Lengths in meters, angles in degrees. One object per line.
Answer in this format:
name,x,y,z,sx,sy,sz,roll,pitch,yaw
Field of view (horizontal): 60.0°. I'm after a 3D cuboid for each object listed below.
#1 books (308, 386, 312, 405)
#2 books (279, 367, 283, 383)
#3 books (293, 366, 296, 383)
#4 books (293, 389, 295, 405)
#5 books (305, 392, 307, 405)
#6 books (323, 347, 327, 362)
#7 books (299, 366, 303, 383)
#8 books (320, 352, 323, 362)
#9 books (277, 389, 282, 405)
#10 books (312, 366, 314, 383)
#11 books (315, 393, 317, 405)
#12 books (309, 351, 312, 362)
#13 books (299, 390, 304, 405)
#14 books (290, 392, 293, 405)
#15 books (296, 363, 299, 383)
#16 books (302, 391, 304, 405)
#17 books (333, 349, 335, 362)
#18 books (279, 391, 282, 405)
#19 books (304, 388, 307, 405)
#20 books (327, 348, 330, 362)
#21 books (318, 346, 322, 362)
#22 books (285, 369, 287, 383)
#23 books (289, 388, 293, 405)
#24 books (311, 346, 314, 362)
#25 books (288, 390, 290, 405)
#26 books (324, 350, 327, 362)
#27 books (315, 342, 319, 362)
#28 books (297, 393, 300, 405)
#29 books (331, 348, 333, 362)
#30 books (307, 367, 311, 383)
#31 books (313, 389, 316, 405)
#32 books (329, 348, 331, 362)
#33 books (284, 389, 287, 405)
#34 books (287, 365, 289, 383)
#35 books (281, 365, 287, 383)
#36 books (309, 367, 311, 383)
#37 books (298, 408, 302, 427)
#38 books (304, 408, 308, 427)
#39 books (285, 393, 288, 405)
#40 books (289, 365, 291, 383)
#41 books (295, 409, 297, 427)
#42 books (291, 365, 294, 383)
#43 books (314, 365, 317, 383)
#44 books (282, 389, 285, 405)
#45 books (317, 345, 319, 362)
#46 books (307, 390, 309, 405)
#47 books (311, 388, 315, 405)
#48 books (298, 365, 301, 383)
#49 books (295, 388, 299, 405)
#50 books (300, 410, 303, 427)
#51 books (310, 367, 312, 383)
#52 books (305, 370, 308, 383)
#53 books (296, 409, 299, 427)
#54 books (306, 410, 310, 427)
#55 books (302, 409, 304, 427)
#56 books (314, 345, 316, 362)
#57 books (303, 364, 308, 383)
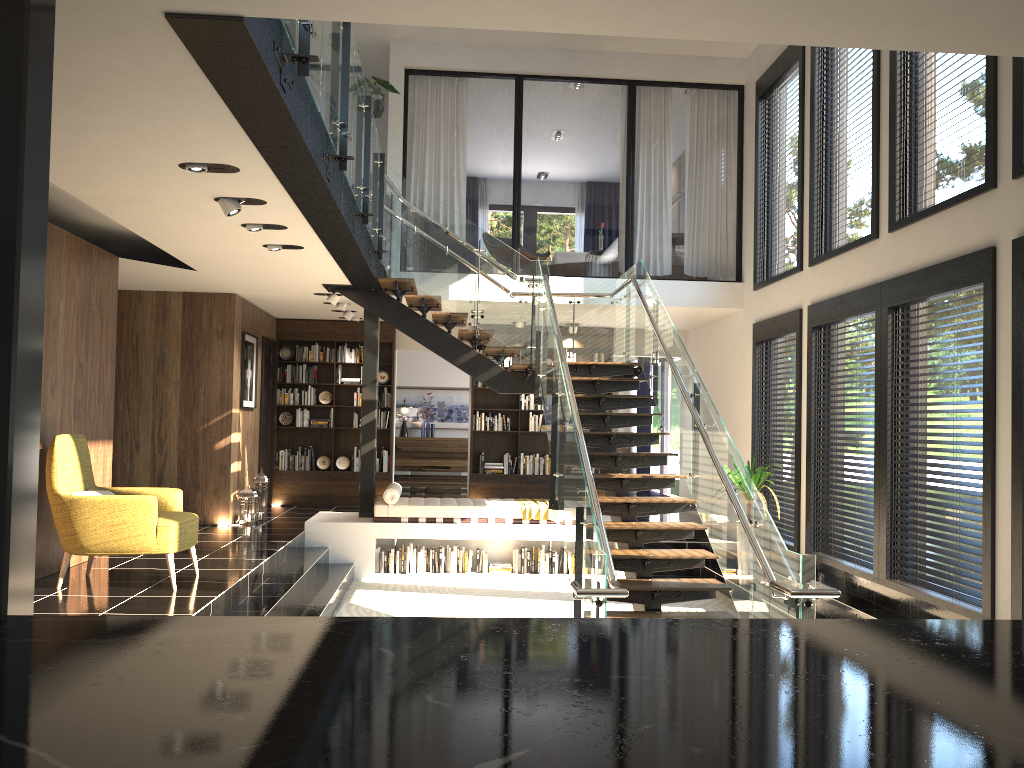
books,-2.932,0.167,12.889,0.018,0.284,0.198,1,-2,-4
books,-3.355,-0.131,12.872,0.023,0.231,0.143,1,-2,-4
books,-3.149,-0.133,12.862,0.039,0.243,0.179,1,-2,-4
books,-3.153,0.187,12.892,0.036,0.235,0.170,1,-2,-4
books,-2.982,0.211,12.884,0.025,0.193,0.172,1,-2,-4
books,-2.735,-0.422,12.952,0.030,0.217,0.165,1,-2,-4
books,-3.063,-0.136,12.903,0.032,0.255,0.160,1,-2,-4
books,-2.771,-0.388,12.958,0.040,0.149,0.126,1,-2,-4
books,-3.381,0.187,12.882,0.030,0.224,0.166,1,-2,-4
books,-2.888,-0.135,12.919,0.025,0.263,0.147,1,-2,-4
books,-2.855,0.221,12.907,0.015,0.181,0.136,1,-2,-4
books,-2.923,-0.396,12.921,0.035,0.156,0.186,1,-2,-4
books,-3.058,0.199,12.898,0.053,0.216,0.151,1,-2,-4
books,-3.188,0.213,12.874,0.035,0.180,0.165,1,-2,-4
books,-3.123,-0.153,12.894,0.015,0.287,0.154,1,-2,-4
books,-3.021,0.203,12.866,0.016,0.205,0.205,1,-2,-4
books,-2.589,-0.407,12.960,0.024,0.194,0.182,1,-2,-4
books,-3.344,0.204,12.879,0.045,0.192,0.164,1,-2,-4
books,-3.004,0.186,12.895,0.020,0.243,0.154,1,-2,-4
books,-2.676,-0.418,12.942,0.027,0.212,0.181,1,-2,-4
books,-2.798,-0.433,12.936,0.020,0.234,0.206,1,-2,-4
books,-3.265,-0.116,12.872,0.025,0.204,0.192,1,-2,-4
books,-3.217,0.186,12.901,0.019,0.236,0.139,1,-2,-4
books,-2.884,-0.434,12.907,0.039,0.230,0.205,1,-2,-4
books,-3.236,0.199,12.906,0.018,0.208,0.126,1,-2,-4
books,-2.703,-0.400,12.920,0.029,0.172,0.187,1,-2,-4
books,-2.832,-0.457,12.899,0.012,0.278,0.228,1,-2,-4
books,-3.097,0.222,12.887,0.026,0.167,0.173,1,-2,-4
books,-2.610,-0.413,12.925,0.023,0.202,0.201,1,-2,-4
books,-2.953,-0.125,12.917,0.028,0.240,0.148,1,-2,-4
books,-2.874,0.189,12.917,0.023,0.244,0.133,1,-2,-4
books,-2.643,-0.418,12.937,0.039,0.212,0.172,1,-2,-4
books,-3.291,0.186,12.901,0.018,0.232,0.123,1,-2,-4
books,-3.235,-0.140,12.874,0.035,0.255,0.183,1,-2,-4
books,-3.312,-0.141,12.895,0.066,0.254,0.127,1,-2,-4
books,-2.931,-0.120,12.906,0.014,0.230,0.172,1,-2,-4
books,-3.073,0.485,12.861,0.018,0.275,0.144,1,-2,-4
books,-2.993,0.486,12.878,0.032,0.279,0.133,1,-2,-4
books,-3.263,0.217,12.882,0.037,0.169,0.148,1,-2,-4
books,-3.206,-0.146,12.873,0.022,0.267,0.198,1,-2,-4
books,-3.121,0.491,12.883,0.020,0.264,0.152,1,-2,-4
books,-3.183,-0.142,12.879,0.027,0.260,0.181,1,-2,-4
books,-2.858,-0.136,12.922,0.035,0.266,0.133,1,-2,-4
books,-3.308,0.182,12.852,0.022,0.235,0.194,1,-2,-4
books,-2.818,-0.439,12.924,0.020,0.245,0.228,1,-2,-4
books,-2.957,0.202,12.910,0.027,0.214,0.159,1,-2,-4
books,-2.894,0.180,12.894,0.021,0.260,0.197,1,-2,-4
books,-3.086,-0.142,12.875,0.019,0.264,0.175,1,-2,-4
books,-3.121,0.186,12.874,0.026,0.237,0.164,1,-2,-4
books,-3.050,0.502,12.888,0.032,0.245,0.120,1,-2,-4
books,-2.912,-0.126,12.912,0.024,0.242,0.144,1,-2,-4
books,-2.977,-0.102,12.878,0.025,0.188,0.181,1,-2,-4
books,-3.095,0.493,12.849,0.026,0.257,0.192,1,-2,-4
books,-2.964,0.500,12.898,0.030,0.253,0.138,1,-2,-4
books,-3.022,0.492,12.884,0.024,0.265,0.148,1,-2,-4
books,-2.851,-0.438,12.898,0.025,0.239,0.220,1,-2,-4
books,-3.006,-0.144,12.890,0.033,0.273,0.189,1,-2,-4
